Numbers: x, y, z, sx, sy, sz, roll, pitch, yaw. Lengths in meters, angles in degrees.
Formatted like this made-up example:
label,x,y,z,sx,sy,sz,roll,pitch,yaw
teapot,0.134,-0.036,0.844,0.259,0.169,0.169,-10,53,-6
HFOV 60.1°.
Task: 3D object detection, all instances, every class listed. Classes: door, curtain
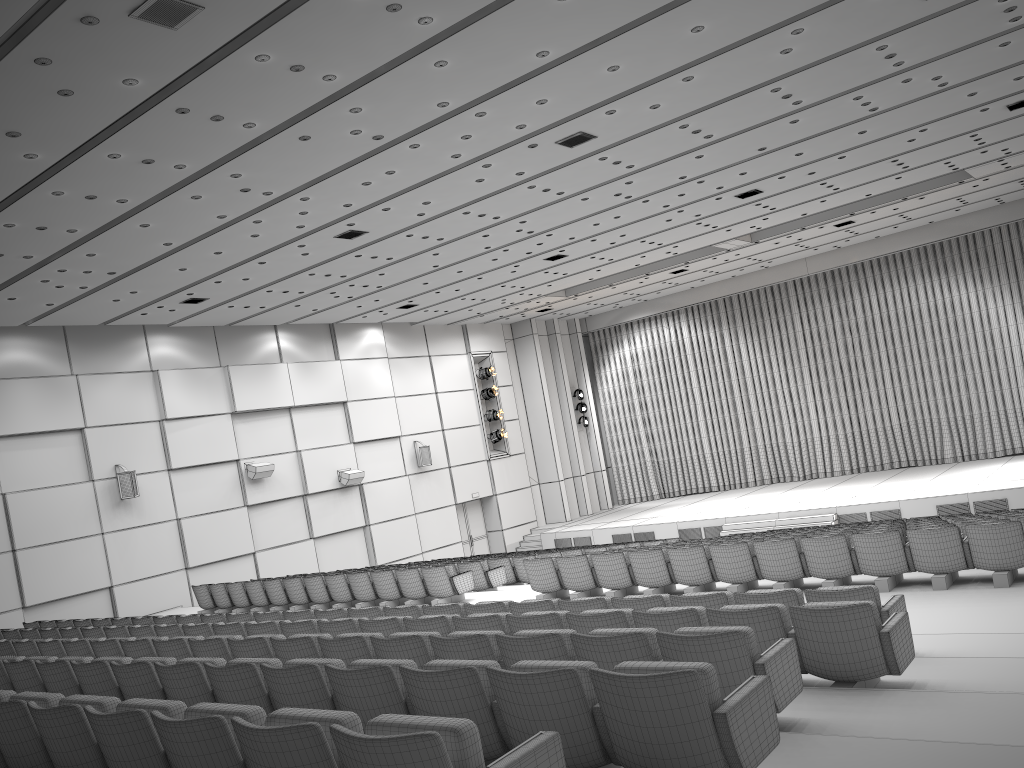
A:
label,x,y,z,sx,sy,sz,roll,pitch,yaw
door,-1.250,4.586,26.482,0.086,2.176,1.689,-10,-1,37
curtain,9.839,-0.453,26.626,16.242,6.511,1.422,-13,-2,37

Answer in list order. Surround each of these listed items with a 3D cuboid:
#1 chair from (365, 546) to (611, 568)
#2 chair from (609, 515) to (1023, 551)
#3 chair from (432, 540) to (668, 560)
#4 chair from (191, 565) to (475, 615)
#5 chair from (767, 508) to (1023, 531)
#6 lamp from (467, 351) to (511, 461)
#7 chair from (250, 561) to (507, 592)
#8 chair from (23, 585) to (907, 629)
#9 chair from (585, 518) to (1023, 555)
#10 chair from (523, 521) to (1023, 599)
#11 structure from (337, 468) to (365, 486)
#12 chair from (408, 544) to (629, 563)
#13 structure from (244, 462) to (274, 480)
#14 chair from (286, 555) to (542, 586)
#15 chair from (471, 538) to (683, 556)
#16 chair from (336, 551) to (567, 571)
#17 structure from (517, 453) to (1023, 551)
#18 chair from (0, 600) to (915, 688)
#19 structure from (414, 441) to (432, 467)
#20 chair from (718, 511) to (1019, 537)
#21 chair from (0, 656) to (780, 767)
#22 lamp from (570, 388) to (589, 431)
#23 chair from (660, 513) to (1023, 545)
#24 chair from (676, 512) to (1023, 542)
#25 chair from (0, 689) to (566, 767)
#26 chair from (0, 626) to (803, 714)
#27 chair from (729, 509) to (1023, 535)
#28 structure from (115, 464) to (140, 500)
label,x,y,z,sx,sy,sz,roll,pitch,yaw
chair,-0.616,3.899,18.544,6.646,0.621,0.609,-13,-3,37
chair,4.272,2.264,11.963,6.646,0.621,0.609,-13,-3,37
chair,0.747,4.082,20.295,6.646,0.621,0.609,-13,-3,37
chair,-3.343,3.533,15.040,6.646,0.621,0.609,-13,-3,37
chair,7.724,2.712,16.316,6.092,0.621,0.609,-13,-3,37
lamp,-0.705,0.652,27.126,0.750,3.338,1.014,-10,0,37
chair,-2.647,3.621,15.906,6.092,0.621,0.609,-13,-3,37
chair,-2.440,2.888,10.277,13.292,0.621,0.609,-13,-3,37
chair,3.603,2.169,11.077,6.092,0.621,0.609,-13,-3,37
chair,2.908,2.081,10.211,6.646,0.621,0.609,-13,-3,37
structure,-4.079,2.342,22.443,0.474,0.417,0.517,-12,-3,38
chair,0.079,3.987,19.409,6.092,0.621,0.609,-13,-3,37
structure,-5.870,1.986,20.562,0.474,0.417,0.517,-12,-3,37
chair,-1.979,3.716,16.792,6.646,0.621,0.609,-13,-3,37
chair,1.473,4.163,21.144,6.092,0.621,0.609,-13,-3,37
chair,-1.284,3.804,17.657,6.092,0.621,0.609,-13,-3,37
structure,8.650,3.325,24.105,17.943,0.845,8.275,-13,-5,37
chair,-3.100,2.792,9.385,13.845,0.621,0.609,-13,-3,37
structure,-2.461,1.913,24.513,0.410,0.744,0.410,-10,-1,-6
chair,6.330,2.535,14.580,6.092,0.621,0.609,-13,-3,37
chair,-4.463,2.609,7.633,13.845,0.621,0.609,-13,-3,37
lamp,2.282,0.821,29.633,0.439,1.477,0.383,-10,0,41
chair,4.967,2.352,12.829,6.092,0.621,0.609,-13,-3,37
chair,5.635,2.447,13.715,6.646,0.621,0.609,-13,-3,37
chair,-5.166,2.522,6.774,13.292,0.621,0.609,-13,-3,37
chair,-3.803,2.705,8.526,13.292,0.621,0.609,-13,-3,37
chair,6.998,2.630,15.467,6.646,0.621,0.609,-13,-3,37
structure,-7.927,1.992,18.144,0.410,0.744,0.410,-10,-1,-6
